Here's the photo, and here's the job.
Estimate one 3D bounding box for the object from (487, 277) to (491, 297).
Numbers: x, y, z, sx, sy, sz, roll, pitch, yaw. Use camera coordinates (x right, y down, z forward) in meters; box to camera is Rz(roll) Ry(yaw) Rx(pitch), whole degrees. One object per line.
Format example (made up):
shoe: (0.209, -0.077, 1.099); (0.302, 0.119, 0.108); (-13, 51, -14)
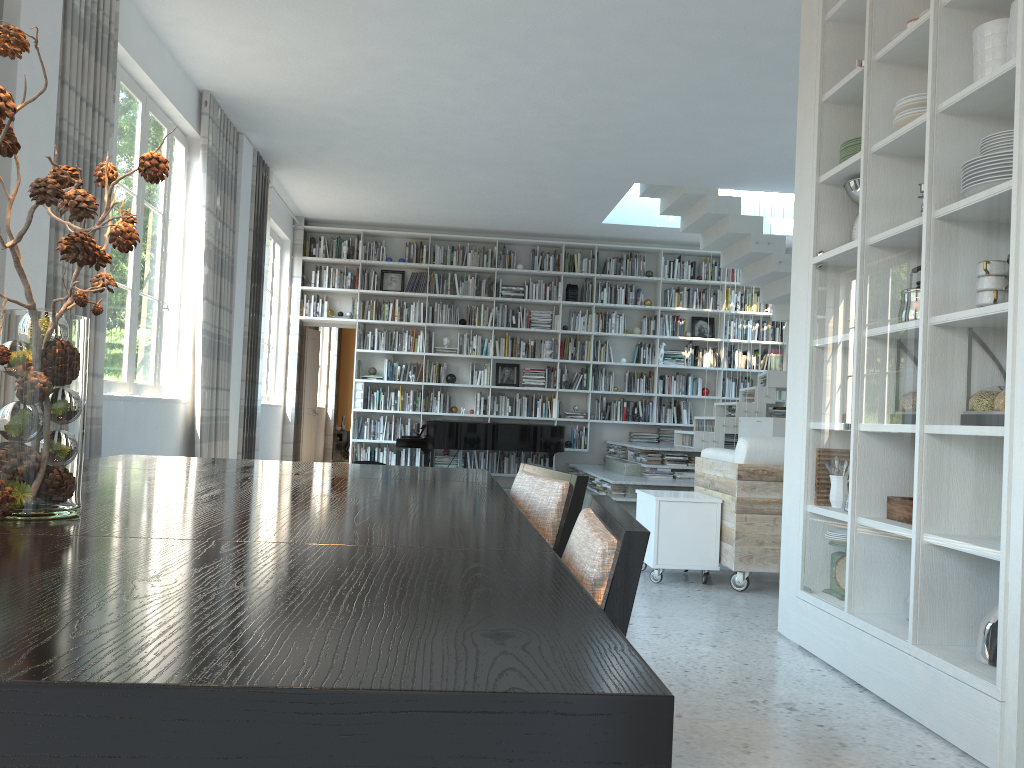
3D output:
object: (-0.280, -1.207, 11.115); (0.075, 0.254, 0.075); (3, -2, -26)

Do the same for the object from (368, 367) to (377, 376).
object: (-1.745, -0.156, 11.098); (0.105, 0.106, 0.105); (4, -2, -27)

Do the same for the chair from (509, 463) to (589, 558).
chair: (-0.187, 0.574, 1.995); (0.570, 0.782, 0.480); (3, -2, -14)

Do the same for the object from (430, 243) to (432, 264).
object: (-1.029, -1.621, 11.211); (0.012, 0.285, 0.159); (3, -2, -4)

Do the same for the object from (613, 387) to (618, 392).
object: (1.317, 0.070, 11.338); (0.071, 0.072, 0.071); (1, -2, 44)

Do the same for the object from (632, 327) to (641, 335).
object: (1.599, -0.672, 11.387); (0.111, 0.113, 0.111); (4, -2, -27)

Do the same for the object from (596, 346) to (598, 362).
object: (1.077, -0.377, 11.346); (0.013, 0.208, 0.140); (3, -2, -4)

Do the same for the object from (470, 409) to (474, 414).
object: (-0.503, 0.350, 11.153); (0.061, 0.062, 0.061); (1, -2, 44)

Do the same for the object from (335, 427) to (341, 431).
object: (-2.978, 0.771, 15.163); (0.118, 0.061, 0.118); (3, -2, 3)

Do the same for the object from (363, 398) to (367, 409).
object: (-1.817, 0.243, 10.964); (0.045, 0.146, 0.045); (2, -2, 34)

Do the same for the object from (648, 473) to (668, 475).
object: (1.501, 0.927, 9.173); (0.204, 0.004, 0.140); (3, -2, -1)

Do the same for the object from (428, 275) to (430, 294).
object: (-1.047, -1.239, 11.201); (0.012, 0.254, 0.161); (3, -2, -4)

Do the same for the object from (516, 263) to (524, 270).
object: (0.098, -1.477, 11.249); (0.105, 0.106, 0.104); (4, -2, -27)

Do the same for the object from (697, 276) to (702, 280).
object: (2.404, -1.350, 11.376); (0.071, 0.072, 0.071); (1, -2, 44)

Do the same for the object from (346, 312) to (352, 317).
object: (-2.034, -0.867, 11.075); (0.071, 0.072, 0.071); (4, -2, -27)

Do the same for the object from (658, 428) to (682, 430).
object: (2.024, 0.577, 11.396); (0.285, 0.005, 0.159); (3, -2, 1)

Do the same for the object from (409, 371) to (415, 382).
object: (-1.244, -0.094, 10.997); (0.082, 0.140, 0.044); (3, -2, -21)

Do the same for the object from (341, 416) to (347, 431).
object: (-2.905, 0.675, 15.270); (0.091, 0.268, 0.091); (1, -2, 41)

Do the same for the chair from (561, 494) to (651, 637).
chair: (-0.152, 0.544, 1.167); (0.570, 0.782, 0.480); (3, -2, 1)

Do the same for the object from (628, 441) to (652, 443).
object: (1.679, 0.746, 11.364); (0.345, 0.007, 0.193); (3, -2, -9)

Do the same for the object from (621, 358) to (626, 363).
object: (1.423, -0.295, 11.319); (0.071, 0.072, 0.071); (1, -2, 44)

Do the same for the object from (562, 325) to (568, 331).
object: (0.673, -0.706, 11.219); (0.071, 0.072, 0.071); (1, -2, 44)

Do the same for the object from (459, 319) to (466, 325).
object: (-0.622, -0.775, 11.181); (0.097, 0.098, 0.097); (1, -2, 44)

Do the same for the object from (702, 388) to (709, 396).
object: (2.483, 0.105, 11.417); (0.115, 0.116, 0.115); (4, -2, -27)

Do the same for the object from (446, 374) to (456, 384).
object: (-0.767, -0.064, 11.173); (0.133, 0.135, 0.134); (1, -2, 44)

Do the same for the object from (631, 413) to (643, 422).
object: (1.579, 0.424, 11.198); (0.160, 0.114, 0.064); (3, -2, -17)

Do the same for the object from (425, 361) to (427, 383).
object: (-1.086, -0.146, 11.187); (0.012, 0.270, 0.130); (3, -2, -4)

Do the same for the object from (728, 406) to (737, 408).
object: (2.653, 0.270, 10.453); (0.161, 0.025, 0.174); (3, -2, -1)

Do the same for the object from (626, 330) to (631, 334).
object: (1.486, -0.657, 11.354); (0.068, 0.068, 0.068); (4, -2, -27)

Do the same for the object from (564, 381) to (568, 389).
object: (0.683, 0.013, 11.144); (0.054, 0.113, 0.079); (3, -2, -6)

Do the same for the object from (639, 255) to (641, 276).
object: (1.635, -1.498, 11.418); (0.006, 0.297, 0.129); (3, -2, -4)

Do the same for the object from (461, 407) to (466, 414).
object: (-0.605, 0.329, 11.122); (0.060, 0.095, 0.078); (2, -2, 12)

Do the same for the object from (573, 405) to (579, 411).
object: (0.809, 0.307, 11.208); (0.071, 0.072, 0.071); (1, -2, 44)

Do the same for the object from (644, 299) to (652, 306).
object: (1.735, -1.030, 11.323); (0.100, 0.101, 0.100); (4, -2, -27)

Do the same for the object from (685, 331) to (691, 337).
object: (2.256, -0.631, 11.411); (0.091, 0.092, 0.091); (1, -2, 44)

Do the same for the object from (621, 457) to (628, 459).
object: (1.390, 0.870, 10.398); (0.145, 0.010, 0.266); (3, -2, -8)

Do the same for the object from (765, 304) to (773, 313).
object: (3.354, -0.971, 11.406); (0.203, 0.137, 0.095); (2, -2, 11)

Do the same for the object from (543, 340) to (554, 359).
object: (0.457, -0.429, 11.160); (0.137, 0.244, 0.138); (4, -2, -39)

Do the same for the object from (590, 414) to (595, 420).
object: (1.022, 0.421, 11.302); (0.071, 0.072, 0.071); (1, -2, 44)

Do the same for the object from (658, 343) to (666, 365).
object: (1.896, -0.381, 11.245); (0.087, 0.288, 0.075); (2, -2, 31)

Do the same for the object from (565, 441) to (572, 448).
object: (0.707, 0.764, 11.176); (0.093, 0.095, 0.094); (1, -2, 44)

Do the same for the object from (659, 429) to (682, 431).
object: (2.022, 0.588, 11.408); (0.285, 0.005, 0.159); (3, -2, -4)

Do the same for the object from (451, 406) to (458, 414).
object: (-0.730, 0.326, 11.178); (0.091, 0.092, 0.091); (4, -2, -27)

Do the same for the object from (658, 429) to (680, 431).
object: (2.022, 0.594, 11.407); (0.254, 0.006, 0.161); (3, -2, -4)

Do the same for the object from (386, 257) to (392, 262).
object: (-1.541, -1.546, 11.131); (0.082, 0.083, 0.082); (4, -2, -27)

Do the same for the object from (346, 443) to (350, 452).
object: (-1.892, 0.871, 14.399); (1.481, 0.540, 1.451); (3, -2, -5)

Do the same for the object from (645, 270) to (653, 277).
object: (1.752, -1.399, 11.326); (0.104, 0.105, 0.104); (1, -2, 44)

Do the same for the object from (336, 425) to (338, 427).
object: (-3.049, 0.751, 15.273); (0.106, 0.103, 0.106); (3, -2, 3)

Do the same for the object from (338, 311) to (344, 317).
object: (-2.141, -0.872, 11.086); (0.071, 0.072, 0.071); (4, -2, -27)

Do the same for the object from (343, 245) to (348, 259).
object: (-2.066, -1.621, 10.980); (0.067, 0.198, 0.067); (1, -2, 38)

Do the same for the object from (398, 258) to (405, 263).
object: (-1.385, -1.539, 11.143); (0.082, 0.083, 0.082); (4, -2, -27)

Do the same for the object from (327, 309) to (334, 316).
object: (-2.252, -0.887, 11.029); (0.086, 0.088, 0.087); (1, -2, 44)

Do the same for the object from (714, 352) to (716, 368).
object: (2.612, -0.304, 11.458); (0.022, 0.211, 0.179); (3, -2, -4)

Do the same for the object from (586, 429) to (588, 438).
object: (0.945, 0.695, 11.231); (0.011, 0.260, 0.142); (3, -2, -4)

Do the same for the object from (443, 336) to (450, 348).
object: (-0.830, -0.529, 11.199); (0.095, 0.157, 0.121); (2, -2, 9)

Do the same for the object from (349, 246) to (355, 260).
object: (-1.985, -1.617, 10.986); (0.067, 0.198, 0.067); (1, -2, 38)

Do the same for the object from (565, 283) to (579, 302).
object: (0.761, -1.151, 11.264); (0.135, 0.248, 0.135); (3, -2, -14)

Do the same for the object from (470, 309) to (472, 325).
object: (-0.524, -0.833, 11.240); (0.010, 0.225, 0.142); (3, -2, -4)

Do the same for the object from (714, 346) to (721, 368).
object: (2.623, -0.345, 11.321); (0.087, 0.288, 0.075); (2, -2, 31)
